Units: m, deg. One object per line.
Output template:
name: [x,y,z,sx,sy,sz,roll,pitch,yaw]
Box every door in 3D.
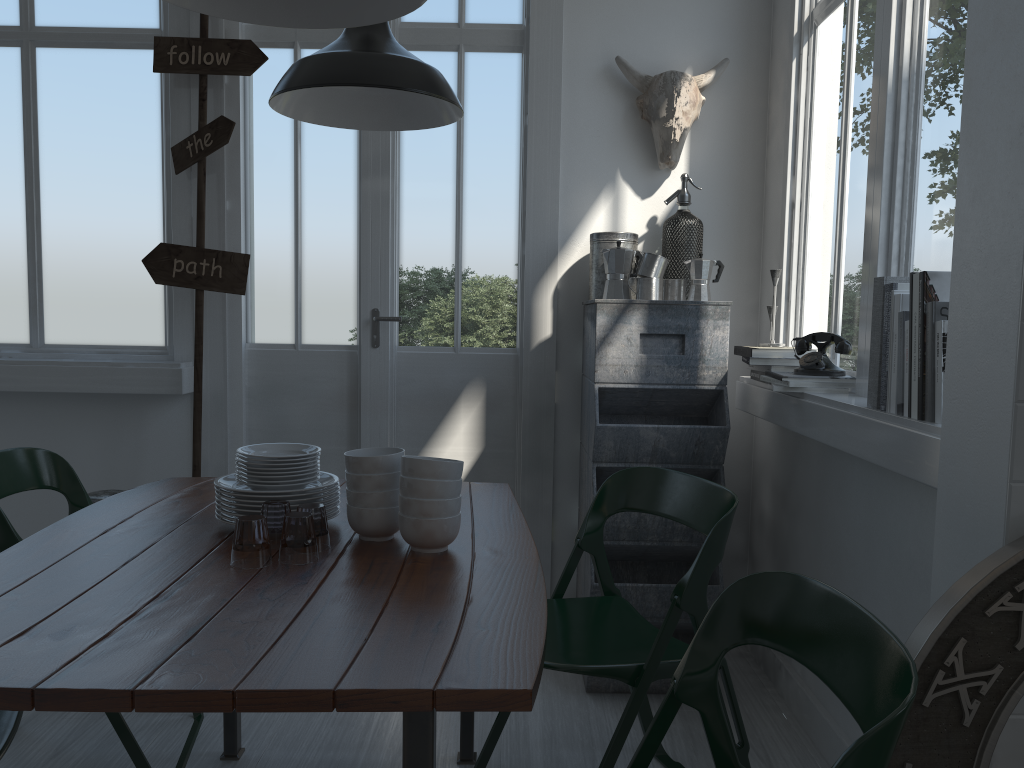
door: [-0.600,-0.597,3.874,1.610,3.486,0.253,1,5,0]

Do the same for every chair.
chair: [0.288,0.859,1.439,0.730,1.008,0.650,1,5,0]
chair: [-1.375,0.806,1.730,0.730,1.008,0.650,-1,5,-20]
chair: [-1.375,0.726,2.801,0.730,1.008,0.650,0,5,-10]
chair: [0.288,0.777,2.542,0.730,1.008,0.650,-1,5,-20]

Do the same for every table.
table: [-0.536,0.817,2.098,1.171,0.931,1.692,1,4,-3]

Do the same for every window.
window: [-2.135,-1.173,3.827,1.482,2.402,0.253,1,5,0]
window: [1.073,-1.024,2.636,0.254,2.402,1.870,1,5,0]

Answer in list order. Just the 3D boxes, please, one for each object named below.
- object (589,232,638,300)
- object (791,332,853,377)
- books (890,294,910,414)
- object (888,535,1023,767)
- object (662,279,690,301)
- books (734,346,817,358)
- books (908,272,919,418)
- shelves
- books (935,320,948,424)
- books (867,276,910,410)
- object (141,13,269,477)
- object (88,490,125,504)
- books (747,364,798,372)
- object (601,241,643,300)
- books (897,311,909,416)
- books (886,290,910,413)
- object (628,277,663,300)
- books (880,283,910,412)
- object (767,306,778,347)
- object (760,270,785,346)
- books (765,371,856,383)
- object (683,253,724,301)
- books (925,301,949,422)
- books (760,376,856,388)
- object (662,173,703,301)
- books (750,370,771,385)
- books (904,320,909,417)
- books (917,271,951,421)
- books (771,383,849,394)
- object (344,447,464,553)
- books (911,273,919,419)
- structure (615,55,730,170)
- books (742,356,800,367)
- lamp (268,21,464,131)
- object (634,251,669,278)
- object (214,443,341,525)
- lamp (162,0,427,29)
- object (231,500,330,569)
object: [0.432,-0.494,3.786,0.205,0.290,0.205,1,5,2]
object: [1.044,-0.104,3.011,0.171,0.146,0.203,1,5,4]
books: [1.056,-0.071,2.221,0.194,0.305,0.040,1,5,0]
object: [1.214,0.790,1.491,1.111,1.140,0.584,0,5,-15]
object: [0.669,-0.383,3.633,0.108,0.096,0.129,-3,6,-40]
books: [0.984,-0.119,3.330,0.236,0.035,0.296,1,4,2]
books: [1.054,-0.089,2.134,0.194,0.355,0.049,1,5,0]
shelves: [0.550,0.425,3.624,0.513,1.518,0.678,1,5,0]
books: [1.043,-0.023,2.018,0.148,0.240,0.058,1,5,0]
books: [1.053,-0.103,2.334,0.194,0.351,0.065,1,5,0]
object: [-1.302,-0.583,3.749,0.413,3.426,0.361,4,6,32]
object: [-1.619,0.795,3.571,0.450,0.726,0.450,-1,5,-20]
books: [1.044,-0.061,3.335,0.236,0.028,0.299,1,4,-2]
object: [0.448,-0.457,3.610,0.205,0.250,0.130,0,5,-9]
books: [1.024,-0.047,2.184,0.137,0.262,0.056,1,5,0]
books: [1.055,-0.078,2.242,0.199,0.315,0.025,1,5,0]
object: [0.542,-0.379,3.561,0.129,0.096,0.108,4,5,29]
books: [1.050,-0.089,2.273,0.187,0.333,0.060,1,5,0]
object: [1.040,-0.168,3.563,0.095,0.289,0.095,3,5,18]
object: [1.005,-0.292,3.400,0.095,0.289,0.095,3,5,18]
books: [1.008,-0.024,2.991,0.250,0.014,0.310,2,4,6]
object: [0.759,-0.422,3.539,0.162,0.196,0.102,-3,7,-41]
books: [1.045,-0.047,2.051,0.166,0.283,0.061,1,5,0]
books: [1.000,-0.008,2.995,0.232,0.017,0.306,1,4,-2]
object: [0.729,-0.620,3.790,0.171,0.552,0.171,3,6,25]
books: [1.051,-0.026,3.328,0.236,0.040,0.319,1,4,2]
books: [1.020,-0.034,2.154,0.122,0.240,0.054,1,5,0]
books: [1.058,-0.085,2.080,0.204,0.355,0.063,1,5,0]
books: [0.998,0.009,2.992,0.231,0.017,0.312,2,4,15]
object: [-0.254,0.262,2.055,0.309,0.217,0.149,4,6,33]
books: [1.056,-0.086,2.110,0.194,0.353,0.070,1,5,0]
structure: [0.680,-1.162,3.777,0.491,0.471,0.189,1,5,3]
books: [1.009,-0.089,3.322,0.262,0.028,0.319,2,4,10]
lamp: [-0.474,-1.672,2.936,0.649,1.501,0.649,-4,7,-45]
object: [0.564,-0.469,3.549,0.129,0.126,0.108,0,5,-8]
object: [-0.579,0.256,2.196,0.305,0.195,0.300,4,6,36]
lamp: [-0.476,-1.585,1.762,0.650,1.501,0.649,1,5,-3]
object: [-0.499,0.325,1.938,0.172,0.098,0.241,1,4,4]
